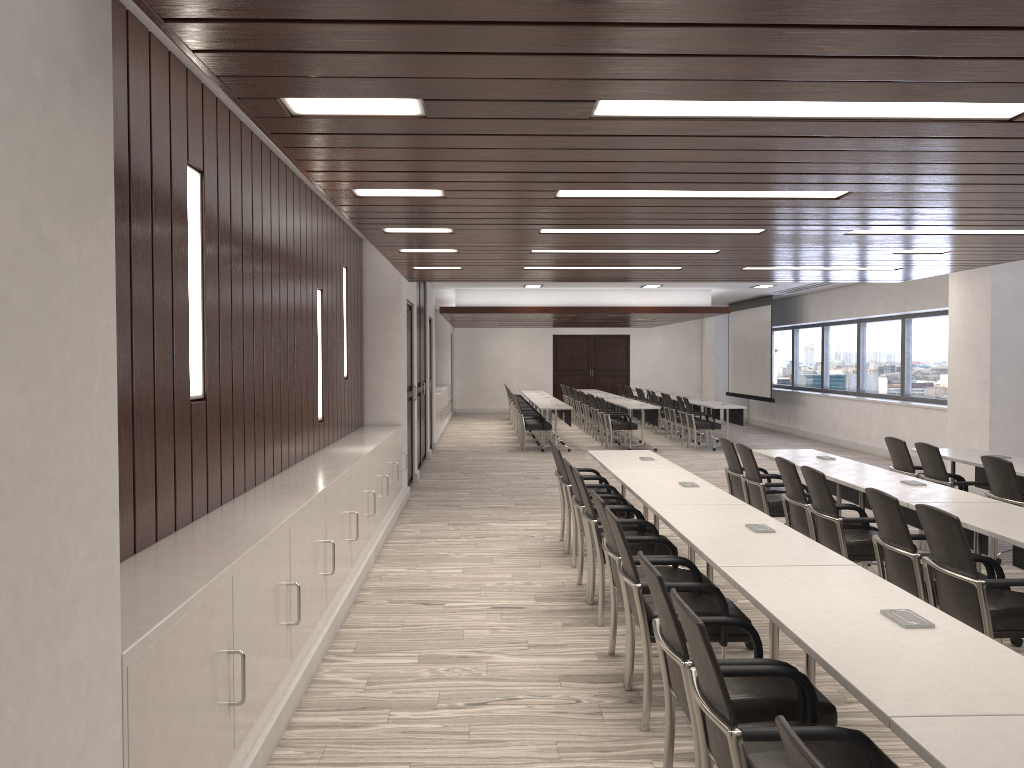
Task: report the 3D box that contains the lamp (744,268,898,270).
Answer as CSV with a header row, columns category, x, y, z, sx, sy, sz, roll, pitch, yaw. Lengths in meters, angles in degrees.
category,x,y,z,sx,sy,sz,roll,pitch,yaw
lamp,2.911,-1.112,8.351,1.496,0.045,0.236,0,2,-2

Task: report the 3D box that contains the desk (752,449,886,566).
category,x,y,z,sx,sy,sz,roll,pitch,yaw
desk,2.530,1.014,7.490,0.577,0.795,1.509,0,2,-2

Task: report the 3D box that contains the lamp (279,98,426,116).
category,x,y,z,sx,sy,sz,roll,pitch,yaw
lamp,-0.526,-0.949,2.961,0.464,0.045,0.236,0,2,-2

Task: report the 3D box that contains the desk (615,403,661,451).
category,x,y,z,sx,sy,sz,roll,pitch,yaw
desk,2.256,0.766,16.061,0.577,0.795,1.509,0,2,-2

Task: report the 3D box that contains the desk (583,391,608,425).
category,x,y,z,sx,sy,sz,roll,pitch,yaw
desk,2.061,0.591,22.140,0.577,0.795,1.509,0,2,-2

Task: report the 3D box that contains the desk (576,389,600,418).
category,x,y,z,sx,sy,sz,roll,pitch,yaw
desk,2.013,0.547,23.661,0.577,0.795,1.509,0,2,-2

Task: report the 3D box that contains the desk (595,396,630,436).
category,x,y,z,sx,sy,sz,roll,pitch,yaw
desk,2.159,0.679,19.094,0.577,0.795,1.509,0,2,-2

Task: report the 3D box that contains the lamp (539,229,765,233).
category,x,y,z,sx,sy,sz,roll,pitch,yaw
lamp,0.928,-1.036,5.868,1.496,0.045,0.236,0,2,-2

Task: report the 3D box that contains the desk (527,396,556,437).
category,x,y,z,sx,sy,sz,roll,pitch,yaw
desk,0.640,0.683,19.046,0.577,0.795,1.509,0,2,-2

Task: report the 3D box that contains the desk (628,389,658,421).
category,x,y,z,sx,sy,sz,roll,pitch,yaw
desk,3.509,0.542,23.709,0.577,0.795,1.509,0,2,-2

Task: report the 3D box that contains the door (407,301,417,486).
category,x,y,z,sx,sy,sz,roll,pitch,yaw
door,-1.329,0.136,11.041,0.200,2.323,1.163,0,2,-2

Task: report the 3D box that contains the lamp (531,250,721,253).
category,x,y,z,sx,sy,sz,roll,pitch,yaw
lamp,0.893,-1.068,6.967,1.496,0.045,0.236,0,2,-2

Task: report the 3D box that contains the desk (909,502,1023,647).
category,x,y,z,sx,sy,sz,roll,pitch,yaw
desk,2.627,1.101,4.444,0.577,0.795,1.509,0,2,-2

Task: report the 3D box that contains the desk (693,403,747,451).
category,x,y,z,sx,sy,sz,roll,pitch,yaw
desk,3.752,0.762,16.108,0.577,0.795,1.509,0,2,-2

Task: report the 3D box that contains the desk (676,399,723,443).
category,x,y,z,sx,sy,sz,roll,pitch,yaw
desk,3.703,0.718,17.630,0.577,0.795,1.509,0,2,-2

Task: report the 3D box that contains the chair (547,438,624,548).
category,x,y,z,sx,sy,sz,roll,pitch,yaw
chair,0.628,0.940,7.691,0.638,0.939,0.513,0,2,-2

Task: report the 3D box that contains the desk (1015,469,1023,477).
category,x,y,z,sx,sy,sz,roll,pitch,yaw
desk,4.075,1.053,6.016,0.577,0.795,1.509,0,2,-2

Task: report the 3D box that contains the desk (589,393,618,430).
category,x,y,z,sx,sy,sz,roll,pitch,yaw
desk,2.110,0.635,20.615,0.577,0.795,1.509,0,2,-2

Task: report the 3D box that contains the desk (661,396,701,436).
category,x,y,z,sx,sy,sz,roll,pitch,yaw
desk,3.655,0.674,19.142,0.577,0.795,1.509,0,2,-2

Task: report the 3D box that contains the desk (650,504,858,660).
category,x,y,z,sx,sy,sz,roll,pitch,yaw
desk,1.109,1.106,4.396,0.577,0.795,1.509,0,2,-2

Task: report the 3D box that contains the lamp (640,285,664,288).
category,x,y,z,sx,sy,sz,roll,pitch,yaw
lamp,2.515,-1.809,15.952,0.324,0.120,0.519,0,2,-2

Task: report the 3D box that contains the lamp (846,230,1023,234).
category,x,y,z,sx,sy,sz,roll,pitch,yaw
lamp,2.988,-1.042,5.933,1.496,0.045,0.236,0,2,-2

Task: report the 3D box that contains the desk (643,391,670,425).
category,x,y,z,sx,sy,sz,roll,pitch,yaw
desk,3.558,0.586,22.187,0.577,0.795,1.509,0,2,-2

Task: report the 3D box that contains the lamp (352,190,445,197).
category,x,y,z,sx,sy,sz,roll,pitch,yaw
lamp,-0.575,-0.994,4.500,0.464,0.045,0.236,0,2,-2

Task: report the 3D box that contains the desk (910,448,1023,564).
category,x,y,z,sx,sy,sz,roll,pitch,yaw
desk,4.026,1.009,7.537,0.577,0.795,1.509,0,2,-2

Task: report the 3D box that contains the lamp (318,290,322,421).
category,x,y,z,sx,sy,sz,roll,pitch,yaw
lamp,-1.604,-0.229,7.161,0.094,1.058,0.236,0,2,-2

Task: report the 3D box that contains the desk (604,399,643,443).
category,x,y,z,sx,sy,sz,roll,pitch,yaw
desk,2.207,0.722,17.582,0.577,0.795,1.509,0,2,-2

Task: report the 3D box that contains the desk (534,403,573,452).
category,x,y,z,sx,sy,sz,roll,pitch,yaw
desk,0.737,0.771,16.012,0.577,0.795,1.509,0,2,-2

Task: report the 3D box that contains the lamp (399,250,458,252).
category,x,y,z,sx,sy,sz,roll,pitch,yaw
lamp,-0.652,-1.064,6.917,0.464,0.045,0.236,0,2,-2

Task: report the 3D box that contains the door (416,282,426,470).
category,x,y,z,sx,sy,sz,roll,pitch,yaw
door,-1.398,-0.208,13.169,0.200,2.889,2.327,0,2,-2

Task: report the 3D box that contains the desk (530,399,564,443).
category,x,y,z,sx,sy,sz,roll,pitch,yaw
desk,0.689,0.727,17.534,0.577,0.795,1.509,0,2,-2

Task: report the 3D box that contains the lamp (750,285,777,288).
category,x,y,z,sx,sy,sz,roll,pitch,yaw
lamp,4.545,-1.814,16.017,0.324,0.120,0.519,0,2,-2

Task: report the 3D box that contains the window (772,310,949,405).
category,x,y,z,sx,sy,sz,roll,pitch,yaw
window,6.474,-0.487,16.424,0.118,1.419,10.452,0,2,-2

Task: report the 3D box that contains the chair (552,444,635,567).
category,x,y,z,sx,sy,sz,roll,pitch,yaw
chair,0.646,0.955,7.161,0.638,0.939,0.513,0,2,-3

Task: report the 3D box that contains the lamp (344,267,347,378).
category,x,y,z,sx,sy,sz,roll,pitch,yaw
lamp,-1.647,-0.586,8.470,0.094,1.058,0.236,0,2,-2

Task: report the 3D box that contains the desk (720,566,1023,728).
category,x,y,z,sx,sy,sz,roll,pitch,yaw
desk,1.158,1.150,2.874,0.577,0.795,1.509,0,2,-2

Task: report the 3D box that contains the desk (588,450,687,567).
category,x,y,z,sx,sy,sz,roll,pitch,yaw
desk,1.011,1.018,7.441,0.577,0.795,1.509,0,2,-2

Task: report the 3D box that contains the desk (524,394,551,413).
category,x,y,z,sx,sy,sz,roll,pitch,yaw
desk,0.592,0.639,20.567,0.577,0.795,1.509,0,2,-2

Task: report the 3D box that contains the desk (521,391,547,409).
category,x,y,z,sx,sy,sz,roll,pitch,yaw
desk,0.543,0.595,22.091,0.577,0.795,1.509,0,2,-2

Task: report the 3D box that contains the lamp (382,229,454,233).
category,x,y,z,sx,sy,sz,roll,pitch,yaw
lamp,-0.617,-1.032,5.818,0.464,0.045,0.236,0,2,-2

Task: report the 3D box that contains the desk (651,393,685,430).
category,x,y,z,sx,sy,sz,roll,pitch,yaw
desk,3.606,0.630,20.663,0.577,0.795,1.509,0,2,-2

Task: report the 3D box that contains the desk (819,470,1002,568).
category,x,y,z,sx,sy,sz,roll,pitch,yaw
desk,2.578,1.057,5.968,0.577,0.795,1.509,0,2,-2

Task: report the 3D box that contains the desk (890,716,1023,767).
category,x,y,z,sx,sy,sz,roll,pitch,yaw
desk,1.206,1.193,1.362,0.577,0.795,1.509,0,2,-2

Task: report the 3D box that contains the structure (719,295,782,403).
category,x,y,z,sx,sy,sz,roll,pitch,yaw
structure,5.302,-0.832,19.885,0.438,2.329,3.550,0,2,-2

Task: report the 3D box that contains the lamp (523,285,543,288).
category,x,y,z,sx,sy,sz,roll,pitch,yaw
lamp,0.378,-1.802,15.884,0.324,0.120,0.519,0,2,-2

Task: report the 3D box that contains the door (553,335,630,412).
category,x,y,z,sx,sy,sz,roll,pitch,yaw
door,2.384,-0.323,26.671,2.329,2.323,0.200,0,2,-2

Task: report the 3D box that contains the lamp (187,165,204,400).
category,x,y,z,sx,sy,sz,roll,pitch,yaw
lamp,-1.506,-0.459,4.074,0.094,1.058,0.236,0,2,-2

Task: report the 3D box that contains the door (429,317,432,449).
category,x,y,z,sx,sy,sz,roll,pitch,yaw
door,-1.465,0.013,15.308,0.200,2.323,1.163,0,2,-2

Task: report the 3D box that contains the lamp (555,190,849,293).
category,x,y,z,sx,sy,sz,roll,pitch,yaw
lamp,3.378,-1.439,10.845,1.469,0.552,14.295,1,2,21

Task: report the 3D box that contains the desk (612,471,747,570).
category,x,y,z,sx,sy,sz,roll,pitch,yaw
desk,1.060,1.062,5.920,0.577,0.795,1.509,0,2,-2

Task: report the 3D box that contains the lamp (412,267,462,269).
category,x,y,z,sx,sy,sz,roll,pitch,yaw
lamp,-0.694,-1.102,8.236,0.464,0.045,0.236,0,2,-2

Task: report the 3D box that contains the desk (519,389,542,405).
category,x,y,z,sx,sy,sz,roll,pitch,yaw
desk,0.494,0.551,23.612,0.577,0.795,1.509,0,2,-2

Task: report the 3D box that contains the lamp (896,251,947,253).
category,x,y,z,sx,sy,sz,roll,pitch,yaw
lamp,3.255,-1.075,7.042,0.421,0.046,0.236,0,2,-2
